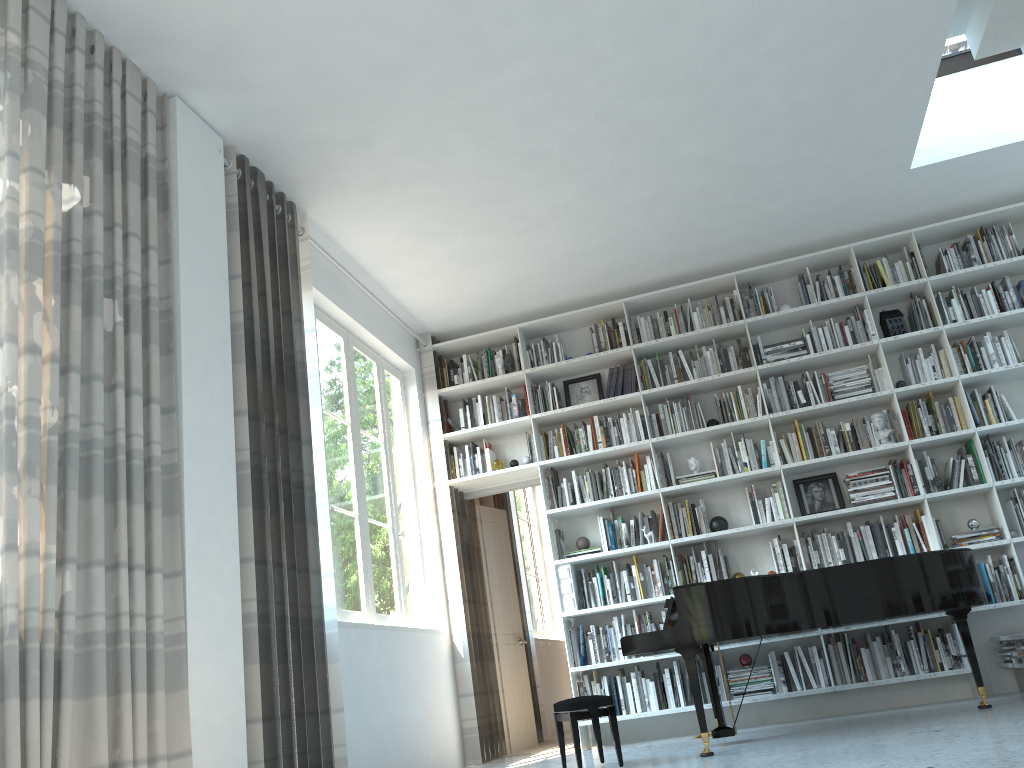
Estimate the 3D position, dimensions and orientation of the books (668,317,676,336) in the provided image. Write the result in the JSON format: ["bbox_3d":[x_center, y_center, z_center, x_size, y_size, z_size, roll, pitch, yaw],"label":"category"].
[{"bbox_3d":[1.237,-0.390,6.780,0.030,0.200,0.152,-13,-19,12],"label":"books"}]

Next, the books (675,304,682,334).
[{"bbox_3d":[1.283,-0.450,6.776,0.010,0.297,0.151,-13,-19,12],"label":"books"}]

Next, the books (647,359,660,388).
[{"bbox_3d":[1.088,-0.037,6.719,0.067,0.273,0.168,-13,-19,12],"label":"books"}]

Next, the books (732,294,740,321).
[{"bbox_3d":[1.694,-0.528,6.677,0.014,0.266,0.172,-13,-19,12],"label":"books"}]

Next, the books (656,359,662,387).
[{"bbox_3d":[1.124,-0.041,6.702,0.011,0.259,0.157,-13,-19,12],"label":"books"}]

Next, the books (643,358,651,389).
[{"bbox_3d":[1.042,-0.038,6.750,0.014,0.308,0.130,-13,-19,12],"label":"books"}]

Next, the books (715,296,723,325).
[{"bbox_3d":[1.574,-0.510,6.708,0.013,0.284,0.160,-13,-19,12],"label":"books"}]

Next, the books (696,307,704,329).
[{"bbox_3d":[1.439,-0.452,6.740,0.026,0.235,0.134,-13,-19,12],"label":"books"}]

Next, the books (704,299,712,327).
[{"bbox_3d":[1.492,-0.485,6.714,0.014,0.265,0.192,-13,-19,12],"label":"books"}]

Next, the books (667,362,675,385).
[{"bbox_3d":[1.208,-0.040,6.676,0.029,0.218,0.158,-13,-19,12],"label":"books"}]

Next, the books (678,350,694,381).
[{"bbox_3d":[1.318,-0.100,6.653,0.075,0.284,0.179,-13,-19,12],"label":"books"}]

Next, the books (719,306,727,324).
[{"bbox_3d":[1.600,-0.469,6.682,0.031,0.184,0.177,-13,-19,12],"label":"books"}]

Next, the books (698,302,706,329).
[{"bbox_3d":[1.456,-0.472,6.741,0.014,0.268,0.157,-13,-19,12],"label":"books"}]

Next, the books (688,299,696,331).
[{"bbox_3d":[1.385,-0.479,6.762,0.014,0.314,0.166,-13,-19,12],"label":"books"}]

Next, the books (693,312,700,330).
[{"bbox_3d":[1.413,-0.427,6.731,0.031,0.189,0.182,-13,-19,12],"label":"books"}]

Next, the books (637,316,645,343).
[{"bbox_3d":[1.012,-0.371,6.857,0.021,0.278,0.141,-13,-19,12],"label":"books"}]

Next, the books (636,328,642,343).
[{"bbox_3d":[0.995,-0.324,6.837,0.024,0.182,0.133,-13,-19,12],"label":"books"}]

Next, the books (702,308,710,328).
[{"bbox_3d":[1.483,-0.448,6.736,0.029,0.213,0.142,-13,-19,12],"label":"books"}]

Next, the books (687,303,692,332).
[{"bbox_3d":[1.353,-0.455,6.751,0.052,0.272,0.173,-13,-19,12],"label":"books"}]

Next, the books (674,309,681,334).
[{"bbox_3d":[1.275,-0.426,6.768,0.013,0.250,0.184,-13,-19,12],"label":"books"}]

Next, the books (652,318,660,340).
[{"bbox_3d":[1.117,-0.374,6.786,0.029,0.207,0.179,-13,-19,12],"label":"books"}]

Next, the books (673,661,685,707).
[{"bbox_3d":[1.149,2.049,6.064,0.021,0.294,0.188,-13,-19,12],"label":"books"}]

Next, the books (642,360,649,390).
[{"bbox_3d":[1.025,-0.029,6.730,0.013,0.282,0.159,-13,-19,12],"label":"books"}]

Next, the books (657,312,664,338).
[{"bbox_3d":[1.150,-0.403,6.802,0.010,0.263,0.161,-13,-19,12],"label":"books"}]

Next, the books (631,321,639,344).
[{"bbox_3d":[0.962,-0.349,6.838,0.029,0.236,0.156,-13,-19,12],"label":"books"}]

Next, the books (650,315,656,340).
[{"bbox_3d":[1.098,-0.385,6.808,0.012,0.249,0.174,-13,-19,12],"label":"books"}]

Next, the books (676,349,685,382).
[{"bbox_3d":[1.280,-0.097,6.691,0.013,0.314,0.135,-13,-19,12],"label":"books"}]

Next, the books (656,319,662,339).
[{"bbox_3d":[1.141,-0.374,6.793,0.015,0.206,0.167,-13,-19,12],"label":"books"}]

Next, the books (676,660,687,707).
[{"bbox_3d":[1.163,2.041,6.059,0.012,0.302,0.166,-13,-19,12],"label":"books"}]

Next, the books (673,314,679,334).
[{"bbox_3d":[1.266,-0.407,6.765,0.011,0.215,0.160,-13,-19,12],"label":"books"}]

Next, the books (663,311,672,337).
[{"bbox_3d":[1.207,-0.412,6.805,0.028,0.267,0.152,-13,-19,12],"label":"books"}]

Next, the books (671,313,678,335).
[{"bbox_3d":[1.255,-0.411,6.778,0.013,0.233,0.155,-13,-19,12],"label":"books"}]

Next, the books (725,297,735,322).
[{"bbox_3d":[1.653,-0.511,6.698,0.030,0.260,0.152,-13,-19,12],"label":"books"}]

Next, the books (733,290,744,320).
[{"bbox_3d":[1.710,-0.544,6.672,0.026,0.287,0.176,-13,-19,12],"label":"books"}]

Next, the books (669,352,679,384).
[{"bbox_3d":[1.228,-0.081,6.682,0.023,0.292,0.156,-13,-19,12],"label":"books"}]

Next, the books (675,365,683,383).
[{"bbox_3d":[1.265,-0.031,6.667,0.034,0.180,0.160,-13,-19,12],"label":"books"}]

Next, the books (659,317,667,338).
[{"bbox_3d":[1.175,-0.386,6.817,0.025,0.234,0.130,-13,-19,12],"label":"books"}]

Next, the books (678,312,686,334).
[{"bbox_3d":[1.310,-0.422,6.772,0.029,0.235,0.130,-13,-19,12],"label":"books"}]

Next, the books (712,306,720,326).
[{"bbox_3d":[1.547,-0.468,6.684,0.026,0.199,0.187,-13,-19,12],"label":"books"}]

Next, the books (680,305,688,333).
[{"bbox_3d":[1.323,-0.449,6.760,0.013,0.275,0.165,-13,-19,12],"label":"books"}]

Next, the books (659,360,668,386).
[{"bbox_3d":[1.154,-0.041,6.685,0.031,0.241,0.182,-13,-19,12],"label":"books"}]

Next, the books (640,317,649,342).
[{"bbox_3d":[1.034,-0.371,6.829,0.031,0.254,0.146,-13,-19,12],"label":"books"}]

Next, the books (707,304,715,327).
[{"bbox_3d":[1.514,-0.469,6.711,0.021,0.228,0.161,-13,-19,12],"label":"books"}]

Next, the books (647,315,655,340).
[{"bbox_3d":[1.082,-0.381,6.817,0.023,0.250,0.171,-13,-19,12],"label":"books"}]

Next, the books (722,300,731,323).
[{"bbox_3d":[1.626,-0.497,6.693,0.026,0.236,0.149,-13,-19,12],"label":"books"}]

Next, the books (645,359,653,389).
[{"bbox_3d":[1.048,-0.036,6.724,0.010,0.286,0.148,-13,-19,12],"label":"books"}]

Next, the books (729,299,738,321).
[{"bbox_3d":[1.676,-0.507,6.667,0.026,0.224,0.172,-13,-19,12],"label":"books"}]

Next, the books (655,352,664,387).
[{"bbox_3d":[1.128,-0.071,6.700,0.012,0.314,0.172,-13,-19,12],"label":"books"}]

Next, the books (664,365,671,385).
[{"bbox_3d":[1.186,-0.024,6.685,0.024,0.200,0.154,-13,-19,12],"label":"books"}]

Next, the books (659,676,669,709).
[{"bbox_3d":[1.054,2.117,6.095,0.024,0.213,0.137,-13,-19,12],"label":"books"}]

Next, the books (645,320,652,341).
[{"bbox_3d":[1.061,-0.362,6.814,0.023,0.219,0.182,-13,-19,12],"label":"books"}]

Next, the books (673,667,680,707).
[{"bbox_3d":[1.130,2.079,6.093,0.040,0.263,0.138,-13,-19,12],"label":"books"}]

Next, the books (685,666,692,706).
[{"bbox_3d":[1.209,2.061,6.064,0.065,0.255,0.156,-13,-19,12],"label":"books"}]

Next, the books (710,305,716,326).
[{"bbox_3d":[1.528,-0.467,6.692,0.013,0.206,0.178,-13,-19,12],"label":"books"}]

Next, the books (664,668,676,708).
[{"bbox_3d":[1.092,2.083,6.078,0.027,0.255,0.179,-13,-19,12],"label":"books"}]

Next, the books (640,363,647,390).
[{"bbox_3d":[1.006,-0.016,6.716,0.023,0.255,0.175,-13,-19,12],"label":"books"}]

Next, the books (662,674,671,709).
[{"bbox_3d":[1.072,2.104,6.080,0.022,0.224,0.141,-13,-19,12],"label":"books"}]

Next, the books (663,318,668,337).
[{"bbox_3d":[1.192,-0.383,6.802,0.012,0.215,0.150,-13,-19,12],"label":"books"}]
